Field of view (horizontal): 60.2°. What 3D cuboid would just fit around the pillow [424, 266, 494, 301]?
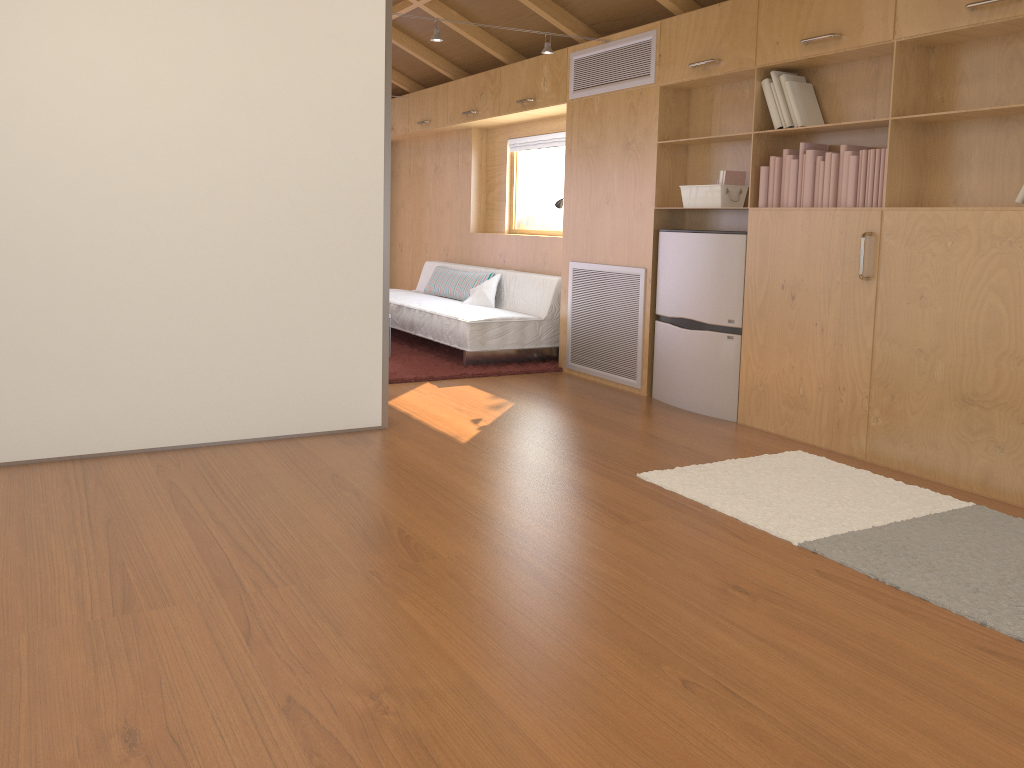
[{"bbox_3d":[-0.467,-0.835,7.393,0.171,0.249,1.050,-3,11,-29],"label":"pillow"}]

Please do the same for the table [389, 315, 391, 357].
[{"bbox_3d":[-1.107,-0.361,6.406,0.342,0.306,0.372,-3,10,-29],"label":"table"}]

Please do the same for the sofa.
[{"bbox_3d":[-0.493,-0.615,7.080,0.864,0.623,2.375,-4,11,-29],"label":"sofa"}]

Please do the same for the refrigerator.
[{"bbox_3d":[1.077,-0.354,4.894,0.262,0.978,0.719,-2,8,-29],"label":"refrigerator"}]

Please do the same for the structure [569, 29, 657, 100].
[{"bbox_3d":[0.605,-1.956,5.452,0.013,0.298,0.910,-2,10,-29],"label":"structure"}]

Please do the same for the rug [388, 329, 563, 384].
[{"bbox_3d":[-0.844,-0.257,6.797,1.888,0.020,2.502,-4,12,-29],"label":"rug"}]

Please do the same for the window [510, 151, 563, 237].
[{"bbox_3d":[0.371,-1.537,6.820,0.035,0.783,1.509,-2,10,-29],"label":"window"}]

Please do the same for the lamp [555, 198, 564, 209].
[{"bbox_3d":[0.363,-0.726,6.197,0.255,1.187,0.183,6,8,36],"label":"lamp"}]

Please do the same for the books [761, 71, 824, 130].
[{"bbox_3d":[1.378,-1.390,4.344,0.176,0.294,0.282,-3,9,-29],"label":"books"}]

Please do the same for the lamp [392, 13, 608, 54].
[{"bbox_3d":[-1.082,-1.931,4.533,3.835,0.151,0.073,-4,9,-29],"label":"lamp"}]

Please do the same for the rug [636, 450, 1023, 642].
[{"bbox_3d":[1.811,0.662,2.187,0.918,0.011,3.754,-4,12,-29],"label":"rug"}]

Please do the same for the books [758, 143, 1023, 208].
[{"bbox_3d":[2.077,-0.949,3.100,0.189,0.652,3.136,-2,11,-29],"label":"books"}]

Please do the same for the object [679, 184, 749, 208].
[{"bbox_3d":[1.101,-1.023,4.840,0.203,0.121,0.353,-4,11,-29],"label":"object"}]

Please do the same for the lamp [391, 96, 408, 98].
[{"bbox_3d":[-2.638,-2.480,7.301,3.835,0.151,0.073,-4,9,-29],"label":"lamp"}]

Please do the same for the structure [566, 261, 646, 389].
[{"bbox_3d":[0.578,-0.395,5.596,0.013,0.715,0.826,-2,9,-29],"label":"structure"}]

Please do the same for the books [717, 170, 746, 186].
[{"bbox_3d":[1.165,-1.044,4.729,0.150,0.191,0.089,-3,8,-29],"label":"books"}]

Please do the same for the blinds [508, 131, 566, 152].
[{"bbox_3d":[0.335,-1.868,6.760,0.047,0.110,1.510,-2,11,-29],"label":"blinds"}]

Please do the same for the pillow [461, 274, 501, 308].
[{"bbox_3d":[-0.231,-0.725,6.814,0.346,0.249,0.269,6,9,24],"label":"pillow"}]
